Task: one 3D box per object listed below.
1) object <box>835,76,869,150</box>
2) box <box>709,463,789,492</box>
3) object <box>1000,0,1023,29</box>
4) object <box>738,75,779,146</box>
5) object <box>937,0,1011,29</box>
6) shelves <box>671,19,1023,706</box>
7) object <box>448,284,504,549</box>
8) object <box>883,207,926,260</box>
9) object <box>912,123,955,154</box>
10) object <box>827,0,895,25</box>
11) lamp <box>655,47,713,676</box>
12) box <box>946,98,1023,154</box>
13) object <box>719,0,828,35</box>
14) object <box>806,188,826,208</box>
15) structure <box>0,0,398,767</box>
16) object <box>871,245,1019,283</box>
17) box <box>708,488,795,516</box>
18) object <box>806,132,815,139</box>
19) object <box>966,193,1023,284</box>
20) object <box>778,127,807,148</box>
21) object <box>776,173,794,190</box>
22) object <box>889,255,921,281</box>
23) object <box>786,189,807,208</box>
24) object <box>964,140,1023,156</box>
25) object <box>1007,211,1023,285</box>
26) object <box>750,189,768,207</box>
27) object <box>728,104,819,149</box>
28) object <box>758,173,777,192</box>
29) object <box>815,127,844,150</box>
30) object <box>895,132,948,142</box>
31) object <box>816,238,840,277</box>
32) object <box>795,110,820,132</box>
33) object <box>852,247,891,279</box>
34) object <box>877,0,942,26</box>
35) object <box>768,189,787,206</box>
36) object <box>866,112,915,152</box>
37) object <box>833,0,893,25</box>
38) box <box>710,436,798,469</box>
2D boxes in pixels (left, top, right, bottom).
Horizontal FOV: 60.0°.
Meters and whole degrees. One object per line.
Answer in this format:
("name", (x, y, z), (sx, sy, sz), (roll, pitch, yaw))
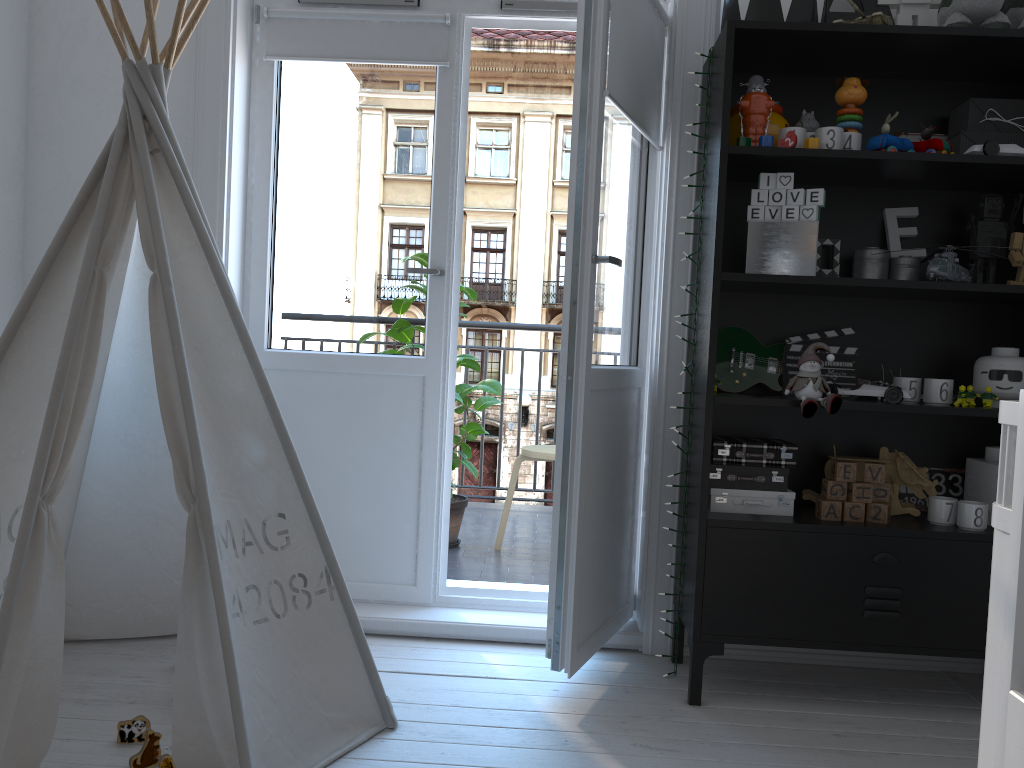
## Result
("object", (0.855, -0.671, 2.246), (0.077, 0.213, 0.077), (4, 3, 36))
("box", (0.605, 0.240, 2.357), (0.215, 0.062, 0.179), (3, 2, 2))
("object", (1.305, -0.964, 2.209), (0.211, 0.253, 0.386), (2, 2, -14))
("object", (0.620, -0.678, 2.232), (0.105, 0.203, 0.072), (3, 2, 10))
("object", (1.153, -0.972, 2.211), (0.154, 0.253, 0.370), (3, 2, 10))
("shelves", (0.940, -0.023, 2.313), (0.911, 1.678, 0.353), (3, 2, 2))
("object", (-0.348, 0.066, 3.784), (0.720, 1.225, 0.489), (3, 2, 12))
("object", (1.077, -0.413, 2.434), (0.107, 0.151, 0.055), (3, 2, 2))
("object", (1.073, -0.618, 2.280), (0.087, 0.112, 0.122), (2, 2, -27))
("object", (0.906, -1.039, 2.415), (0.343, 0.344, 0.057), (3, 2, 2))
("lamp", (0.917, -0.029, 2.378), (0.985, 1.685, 0.095), (3, 2, 0))
("box", (1.276, -0.642, 2.321), (0.251, 0.189, 0.179), (3, 2, 2))
("object", (0.710, -1.004, 2.350), (0.272, 0.259, 0.395), (4, 2, 31))
("object", (0.752, -0.459, 2.193), (0.040, 0.040, 0.040), (4, 2, 27))
("structure", (-0.828, -0.124, 1.962), (1.143, 1.750, 1.143), (2, 2, -22))
("object", (1.116, -0.300, 2.277), (0.368, 0.106, 0.349), (3, 2, 4))
("box", (0.621, 0.302, 2.358), (0.215, 0.062, 0.179), (3, 2, 2))
("object", (0.759, -0.604, 2.272), (0.067, 0.067, 0.067), (2, 2, -24))
("object", (1.256, -0.371, 2.320), (0.117, 0.259, 0.081), (3, 2, 2))
("object", (0.704, -0.605, 2.231), (0.067, 0.067, 0.067), (3, 2, 3))
("object", (0.681, -0.503, 2.214), (0.040, 0.040, 0.040), (3, 2, 12))
("object", (1.064, -0.298, 2.312), (0.078, 0.091, 0.246), (3, 2, -3))
("object", (0.709, -0.461, 2.207), (0.040, 0.040, 0.040), (4, 2, 32))
("object", (1.231, -0.569, 2.186), (0.230, 0.048, 0.098), (2, 2, -8))
("object", (1.328, -0.346, 2.255), (0.114, 0.221, 0.052), (3, 2, 2))
("object", (0.622, -0.466, 2.234), (0.040, 0.040, 0.040), (3, 2, 12))
("object", (0.656, -0.674, 2.301), (0.197, 0.197, 0.318), (3, 2, -1))
("object", (0.641, -0.506, 2.227), (0.040, 0.040, 0.040), (3, 2, 7))
("object", (0.790, -0.600, 2.212), (0.067, 0.067, 0.067), (3, 2, 3))
("object", (1.227, -0.621, 2.430), (0.347, 0.132, 0.037), (3, 2, 2))
("object", (0.863, -0.331, 2.437), (0.070, 0.135, 0.028), (3, 2, 2))
("object", (0.788, -0.652, 2.372), (0.063, 0.160, 0.063), (2, 2, -19))
("object", (0.970, -0.313, 2.399), (0.095, 0.110, 0.095), (3, 2, 7))
("object", (1.077, -1.003, 2.379), (0.190, 0.291, 0.065), (3, 2, 7))
("object", (0.666, -0.464, 2.220), (0.040, 0.040, 0.040), (4, 2, 22))
("object", (0.962, -0.622, 2.243), (0.121, 0.126, 0.087), (2, 2, -20))
("object", (0.894, -0.912, 2.237), (0.121, 0.100, 0.338), (4, 2, 37))
("box", (0.627, 0.179, 2.355), (0.215, 0.062, 0.179), (3, 2, 2))
